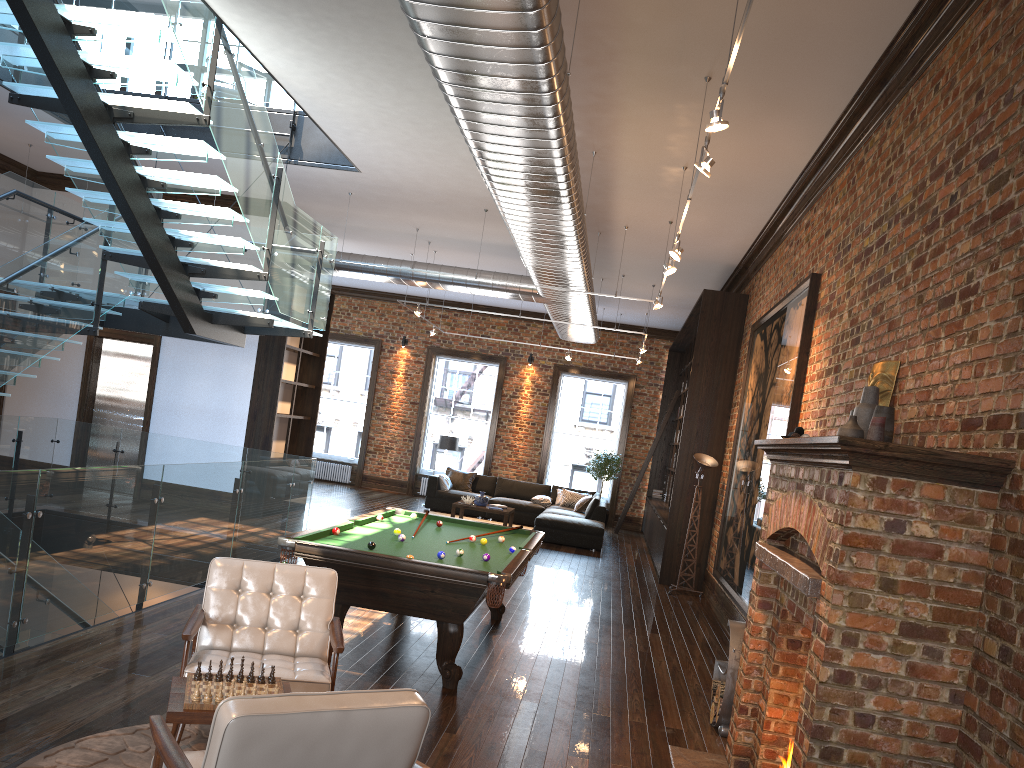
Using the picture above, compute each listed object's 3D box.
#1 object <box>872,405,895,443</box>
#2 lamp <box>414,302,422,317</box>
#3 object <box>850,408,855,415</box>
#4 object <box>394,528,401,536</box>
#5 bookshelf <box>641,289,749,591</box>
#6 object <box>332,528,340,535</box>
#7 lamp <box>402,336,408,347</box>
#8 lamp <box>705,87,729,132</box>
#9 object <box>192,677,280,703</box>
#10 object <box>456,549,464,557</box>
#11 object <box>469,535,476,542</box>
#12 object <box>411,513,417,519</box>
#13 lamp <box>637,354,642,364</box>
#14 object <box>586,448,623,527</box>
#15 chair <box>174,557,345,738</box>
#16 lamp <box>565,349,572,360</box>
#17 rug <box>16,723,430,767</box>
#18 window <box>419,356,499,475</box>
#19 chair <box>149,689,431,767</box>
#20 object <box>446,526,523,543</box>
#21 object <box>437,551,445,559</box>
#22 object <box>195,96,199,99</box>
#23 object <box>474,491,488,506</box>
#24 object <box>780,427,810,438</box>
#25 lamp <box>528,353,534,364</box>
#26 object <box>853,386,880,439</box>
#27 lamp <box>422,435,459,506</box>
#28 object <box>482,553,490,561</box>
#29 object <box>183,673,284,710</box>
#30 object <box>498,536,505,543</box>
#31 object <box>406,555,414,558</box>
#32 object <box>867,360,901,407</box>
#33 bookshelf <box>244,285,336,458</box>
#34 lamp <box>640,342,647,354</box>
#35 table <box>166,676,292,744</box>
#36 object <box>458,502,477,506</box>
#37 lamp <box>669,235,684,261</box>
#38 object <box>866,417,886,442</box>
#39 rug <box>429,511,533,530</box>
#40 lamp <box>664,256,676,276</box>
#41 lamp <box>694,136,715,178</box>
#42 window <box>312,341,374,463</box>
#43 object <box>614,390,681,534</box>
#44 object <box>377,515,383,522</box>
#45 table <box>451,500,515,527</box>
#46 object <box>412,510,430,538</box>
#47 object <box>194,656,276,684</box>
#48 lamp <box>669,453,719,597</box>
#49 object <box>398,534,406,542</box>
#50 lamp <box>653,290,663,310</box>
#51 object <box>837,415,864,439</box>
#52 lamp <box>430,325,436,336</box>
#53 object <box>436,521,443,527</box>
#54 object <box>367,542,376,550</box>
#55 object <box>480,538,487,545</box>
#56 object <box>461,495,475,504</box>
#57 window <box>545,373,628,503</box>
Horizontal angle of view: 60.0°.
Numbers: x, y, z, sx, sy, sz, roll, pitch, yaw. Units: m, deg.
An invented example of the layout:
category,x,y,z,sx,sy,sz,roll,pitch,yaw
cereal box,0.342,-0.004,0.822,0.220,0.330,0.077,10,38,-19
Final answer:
category,x,y,z,sx,sy,sz,roll,pitch,yaw
object,1.874,0.230,4.495,0.120,0.243,0.121,9,1,26
lamp,-1.505,-1.193,14.183,0.113,0.230,0.114,9,1,27
object,1.887,0.246,4.823,0.118,0.250,0.117,8,1,-36
object,-0.902,1.164,6.975,0.056,0.057,0.057,8,-1,44
bookshelf,2.977,1.017,15.537,0.599,4.002,7.421,9,-2,7
object,-1.289,1.080,6.500,0.057,0.057,0.056,9,-1,-36
lamp,-2.402,-0.947,19.798,0.126,0.237,0.155,9,0,7
lamp,1.027,-1.358,4.391,0.117,0.213,0.116,8,1,-42
object,-1.088,1.207,3.521,0.335,0.101,0.075,9,0,-19
object,-0.373,1.209,6.356,0.057,0.057,0.056,9,-1,-44
object,-0.323,1.265,7.248,0.057,0.057,0.056,9,-1,-28
object,-0.914,1.232,8.256,0.057,0.058,0.057,8,-1,8
lamp,2.412,-0.471,16.703,0.114,0.230,0.113,8,1,-44
object,1.890,2.304,19.097,0.809,1.867,0.802,9,1,15
chair,-1.250,1.370,4.449,0.770,0.867,0.739,9,0,-13
lamp,1.146,-0.594,17.913,0.114,0.230,0.113,8,1,-24
rug,-1.131,1.776,3.763,1.966,0.015,1.975,8,-3,8
window,-1.174,0.810,20.085,1.518,2.757,0.155,9,2,6
chair,-0.782,1.359,2.963,0.772,0.867,0.737,9,0,-33
object,-0.207,1.298,7.690,0.028,0.072,1.613,9,-3,23
object,-0.487,1.179,6.106,0.057,0.057,0.057,8,-1,11
object,-5.261,-4.190,15.487,0.816,1.867,0.795,8,1,-35
object,-0.544,2.051,15.848,0.214,0.251,0.216,8,0,40
object,1.652,0.297,5.061,0.236,0.105,0.237,8,-2,17
lamp,0.414,-0.544,19.484,0.126,0.237,0.155,9,0,7
object,1.872,0.185,4.677,0.144,0.350,0.146,9,1,43
lamp,-1.456,1.758,17.753,0.683,1.469,0.421,9,1,36
object,-0.182,1.236,6.318,0.057,0.057,0.057,8,-1,29
object,-1.138,1.269,3.646,0.389,0.029,0.387,10,-3,-18
object,-0.090,1.313,7.490,0.057,0.057,0.056,9,-1,-38
object,-0.660,1.132,5.728,0.057,0.057,0.057,8,-1,25
object,2.050,0.139,5.057,0.124,0.536,0.409,9,0,7
bookshelf,-3.372,0.196,13.347,0.400,3.522,1.783,9,1,7
lamp,2.186,-0.614,14.709,0.114,0.230,0.113,8,1,-18
table,-1.181,1.522,3.647,0.518,0.495,0.461,9,-1,-18
object,-0.784,2.125,15.699,0.265,0.018,0.202,7,-4,30
lamp,1.362,-1.138,7.337,0.113,0.230,0.114,9,1,36
object,1.800,0.245,4.385,0.082,0.179,0.081,8,1,-41
rug,-0.701,2.503,15.815,2.018,0.003,2.118,8,-3,7
lamp,1.436,-1.091,7.998,0.114,0.230,0.113,8,1,-14
lamp,1.103,-1.300,5.076,0.114,0.230,0.113,8,1,-19
window,-3.983,0.408,20.397,1.518,2.757,0.155,9,2,6
object,2.764,1.609,18.189,0.895,3.081,0.495,9,2,6
object,-1.147,1.167,7.710,0.057,0.057,0.057,8,-1,5
table,-0.517,2.360,15.919,0.999,0.346,1.002,8,-3,7
object,-0.792,1.214,7.755,0.028,0.072,1.606,8,-3,-1
object,-1.169,1.208,3.766,0.335,0.101,0.075,9,0,-19
lamp,2.351,1.796,11.306,0.424,1.830,0.506,9,1,12
object,-0.828,1.158,6.669,0.057,0.057,0.056,9,-1,-23
lamp,1.666,-0.945,10.051,0.113,0.230,0.114,9,1,21
object,1.717,0.243,4.493,0.137,0.169,0.135,9,0,-41
lamp,-1.518,-1.034,17.140,0.114,0.230,0.113,8,1,-43
object,-0.651,1.255,7.954,0.057,0.057,0.056,9,-1,-35
object,-0.960,1.106,6.065,0.057,0.057,0.057,8,-1,11
object,-0.229,1.276,7.180,0.057,0.057,0.057,8,-1,7
object,-0.763,2.057,15.706,0.219,0.160,0.217,10,-2,-41
window,1.638,1.213,19.772,1.518,2.757,0.155,9,2,6
